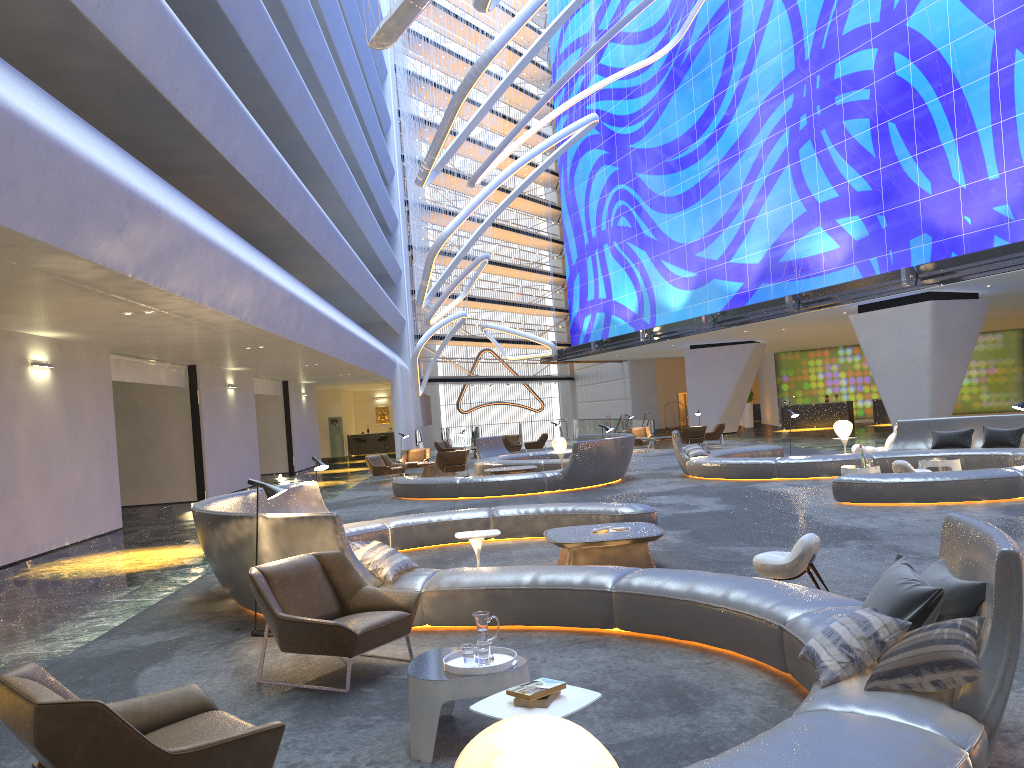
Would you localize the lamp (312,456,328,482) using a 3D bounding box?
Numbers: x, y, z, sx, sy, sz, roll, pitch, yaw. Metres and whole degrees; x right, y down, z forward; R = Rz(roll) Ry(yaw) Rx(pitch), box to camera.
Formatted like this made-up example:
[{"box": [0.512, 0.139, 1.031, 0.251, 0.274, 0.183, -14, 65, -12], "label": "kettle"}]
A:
[{"box": [-2.445, 1.573, 11.323, 0.201, 1.300, 0.384, -4, 0, -43], "label": "lamp"}]

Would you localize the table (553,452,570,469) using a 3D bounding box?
[{"box": [1.215, 1.958, 21.392, 0.418, 0.595, 0.428, -4, 0, -3], "label": "table"}]

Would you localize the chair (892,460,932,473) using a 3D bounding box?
[{"box": [6.717, 1.410, 14.275, 1.782, 0.501, 0.586, -3, -2, -38], "label": "chair"}]

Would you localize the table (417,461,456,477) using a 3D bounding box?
[{"box": [-2.115, 2.439, 25.550, 1.203, 0.392, 1.204, -4, -2, -3], "label": "table"}]

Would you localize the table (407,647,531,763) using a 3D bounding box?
[{"box": [-0.209, 1.657, 4.685, 0.671, 0.406, 0.674, -4, -1, -6], "label": "table"}]

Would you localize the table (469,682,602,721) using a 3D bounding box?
[{"box": [0.097, 1.480, 3.321, 0.428, 0.595, 0.417, -5, -1, 42], "label": "table"}]

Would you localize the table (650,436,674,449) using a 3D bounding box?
[{"box": [5.506, 2.076, 31.474, 1.203, 0.392, 1.203, -4, -2, -2], "label": "table"}]

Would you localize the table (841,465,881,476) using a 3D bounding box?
[{"box": [5.573, 1.541, 14.348, 0.673, 0.406, 0.672, -3, -2, -40], "label": "table"}]

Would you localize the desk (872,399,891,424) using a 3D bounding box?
[{"box": [17.321, 1.101, 38.435, 2.981, 1.097, 0.813, -5, -1, 34], "label": "desk"}]

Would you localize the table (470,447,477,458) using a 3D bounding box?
[{"box": [-0.950, 2.619, 34.110, 1.204, 0.392, 1.202, -5, -2, 16], "label": "table"}]

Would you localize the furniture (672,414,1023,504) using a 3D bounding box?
[{"box": [6.577, 1.233, 16.857, 5.183, 0.969, 9.935, -4, -2, -10], "label": "furniture"}]

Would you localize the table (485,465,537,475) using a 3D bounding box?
[{"box": [-0.010, 2.126, 20.302, 1.203, 0.392, 1.203, -4, -2, -2], "label": "table"}]

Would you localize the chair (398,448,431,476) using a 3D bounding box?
[{"box": [-2.916, 2.354, 26.808, 0.929, 0.766, 0.939, -4, -1, 4], "label": "chair"}]

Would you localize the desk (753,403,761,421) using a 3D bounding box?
[{"box": [15.260, 1.778, 55.611, 2.981, 1.097, 0.813, -5, -1, 36], "label": "desk"}]

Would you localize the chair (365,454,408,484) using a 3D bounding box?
[{"box": [-3.472, 2.318, 24.334, 0.940, 0.766, 0.928, -5, -1, 31], "label": "chair"}]

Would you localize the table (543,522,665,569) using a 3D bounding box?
[{"box": [0.944, 1.712, 9.112, 1.203, 0.392, 1.203, -4, -2, -2], "label": "table"}]

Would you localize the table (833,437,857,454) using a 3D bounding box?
[{"box": [7.202, 1.460, 19.169, 0.417, 0.595, 0.428, -4, -1, -28], "label": "table"}]

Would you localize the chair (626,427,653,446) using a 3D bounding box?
[{"box": [4.705, 1.991, 32.732, 0.929, 0.766, 0.939, -4, -1, 4], "label": "chair"}]

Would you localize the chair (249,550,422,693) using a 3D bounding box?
[{"box": [-1.227, 1.593, 6.066, 0.940, 0.766, 0.928, -5, -1, 31], "label": "chair"}]

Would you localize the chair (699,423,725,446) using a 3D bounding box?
[{"box": [6.979, 1.777, 31.064, 0.939, 0.766, 0.929, -4, -1, 6], "label": "chair"}]

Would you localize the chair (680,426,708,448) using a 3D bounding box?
[{"box": [6.011, 1.802, 29.647, 0.929, 0.766, 0.939, -4, -1, -19], "label": "chair"}]

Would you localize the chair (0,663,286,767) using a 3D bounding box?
[{"box": [-1.558, 1.545, 3.735, 0.937, 0.766, 0.930, -3, -1, -43], "label": "chair"}]

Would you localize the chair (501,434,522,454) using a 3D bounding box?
[{"box": [-0.105, 2.418, 35.393, 0.930, 0.766, 0.938, -5, -1, 25], "label": "chair"}]

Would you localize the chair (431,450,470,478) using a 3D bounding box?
[{"box": [-1.609, 2.166, 23.723, 0.929, 0.766, 0.939, -4, -1, -19], "label": "chair"}]

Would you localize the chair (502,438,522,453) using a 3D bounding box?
[{"box": [-0.237, 2.336, 32.446, 0.937, 0.766, 0.930, -3, -1, -41], "label": "chair"}]

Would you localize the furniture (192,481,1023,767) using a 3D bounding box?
[{"box": [-0.436, 1.438, 7.221, 5.184, 0.969, 9.933, -4, -2, -6], "label": "furniture"}]

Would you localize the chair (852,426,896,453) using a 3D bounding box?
[{"box": [7.664, 1.278, 18.358, 1.158, 0.882, 0.728, -4, -1, 17], "label": "chair"}]

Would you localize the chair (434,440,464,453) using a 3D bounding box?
[{"box": [-2.402, 2.532, 33.759, 0.939, 0.766, 0.929, -5, -1, 22], "label": "chair"}]

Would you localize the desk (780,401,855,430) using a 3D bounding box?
[{"box": [13.650, 1.402, 39.676, 2.981, 1.097, 0.813, -5, -1, 36], "label": "desk"}]

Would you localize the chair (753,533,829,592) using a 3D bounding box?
[{"box": [2.336, 1.514, 7.471, 0.587, 0.501, 0.490, -5, -1, 32], "label": "chair"}]

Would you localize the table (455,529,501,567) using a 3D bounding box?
[{"box": [-0.293, 1.655, 8.077, 0.418, 0.595, 0.428, -4, 0, -6], "label": "table"}]

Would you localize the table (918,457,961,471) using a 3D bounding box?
[{"box": [7.048, 1.446, 14.683, 0.674, 0.406, 0.671, -4, -1, 17], "label": "table"}]

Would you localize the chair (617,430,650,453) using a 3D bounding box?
[{"box": [4.149, 1.955, 30.257, 0.940, 0.766, 0.928, -5, -1, 31], "label": "chair"}]

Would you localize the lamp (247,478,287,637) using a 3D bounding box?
[{"box": [-2.003, 1.417, 7.288, 0.384, 1.300, 0.202, -4, 0, -3], "label": "lamp"}]

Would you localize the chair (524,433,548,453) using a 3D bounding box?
[{"box": [0.930, 2.302, 34.023, 0.938, 0.766, 0.930, -4, -1, 0], "label": "chair"}]

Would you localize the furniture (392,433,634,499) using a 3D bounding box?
[{"box": [0.778, 1.818, 22.315, 5.188, 0.969, 9.924, -5, -2, 15], "label": "furniture"}]
